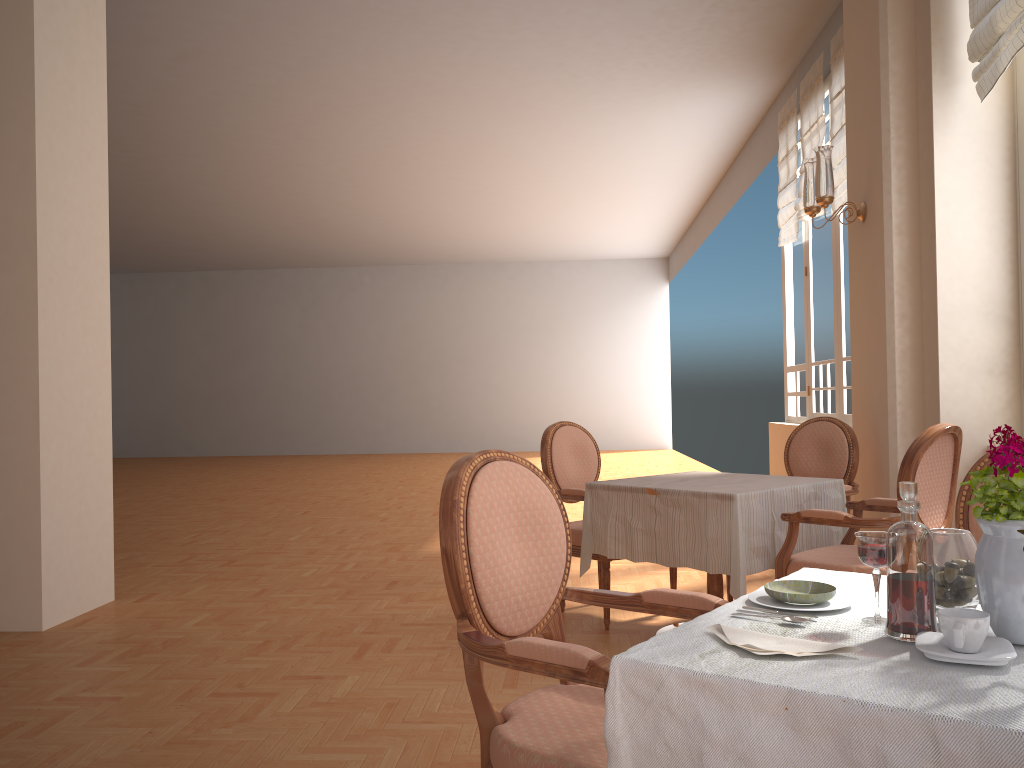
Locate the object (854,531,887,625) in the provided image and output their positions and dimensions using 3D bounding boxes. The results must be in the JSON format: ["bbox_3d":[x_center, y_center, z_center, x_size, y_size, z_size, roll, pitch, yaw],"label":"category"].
[{"bbox_3d":[0.562,0.299,1.366,0.062,0.135,0.062,-2,-1,35],"label":"object"}]

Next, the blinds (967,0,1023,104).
[{"bbox_3d":[1.986,-1.893,3.472,0.072,1.376,0.843,-1,-1,4],"label":"blinds"}]

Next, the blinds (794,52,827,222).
[{"bbox_3d":[2.356,-1.894,7.023,0.085,1.235,0.699,-1,-1,4],"label":"blinds"}]

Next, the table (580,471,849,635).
[{"bbox_3d":[0.869,0.754,3.804,0.831,0.677,0.829,0,-1,-41],"label":"table"}]

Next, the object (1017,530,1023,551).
[{"bbox_3d":[0.667,0.198,1.059,0.059,0.325,0.177,-1,-1,2],"label":"object"}]

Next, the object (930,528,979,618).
[{"bbox_3d":[0.672,0.295,1.362,0.093,0.138,0.093,-2,-1,32],"label":"object"}]

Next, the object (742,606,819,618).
[{"bbox_3d":[0.432,0.367,1.428,0.127,0.004,0.013,-2,-1,38],"label":"object"}]

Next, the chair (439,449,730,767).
[{"bbox_3d":[0.164,0.597,1.718,0.593,0.931,0.521,-2,-1,37],"label":"chair"}]

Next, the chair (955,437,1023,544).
[{"bbox_3d":[1.100,0.582,1.851,0.521,0.931,0.593,-2,-1,37],"label":"chair"}]

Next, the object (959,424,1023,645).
[{"bbox_3d":[0.707,0.208,1.242,0.124,0.302,0.143,-1,-1,2],"label":"object"}]

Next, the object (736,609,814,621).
[{"bbox_3d":[0.417,0.368,1.413,0.125,0.002,0.016,-2,-2,38],"label":"object"}]

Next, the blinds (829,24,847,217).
[{"bbox_3d":[2.307,-1.879,6.169,0.054,1.301,0.689,-1,-1,4],"label":"blinds"}]

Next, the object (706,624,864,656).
[{"bbox_3d":[0.355,0.360,1.234,0.234,0.012,0.095,-2,-2,42],"label":"object"}]

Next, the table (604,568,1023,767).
[{"bbox_3d":[0.681,0.702,1.290,0.829,0.680,0.836,-2,-1,37],"label":"table"}]

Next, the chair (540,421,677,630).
[{"bbox_3d":[0.440,0.647,4.328,0.521,0.931,0.593,0,-1,-42],"label":"chair"}]

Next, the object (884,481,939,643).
[{"bbox_3d":[0.574,0.253,1.278,0.074,0.222,0.074,-1,-1,-17],"label":"object"}]

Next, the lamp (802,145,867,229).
[{"bbox_3d":[1.626,-0.981,4.461,0.274,0.362,0.320,-1,-1,4],"label":"lamp"}]

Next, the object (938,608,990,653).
[{"bbox_3d":[0.594,0.329,1.177,0.078,0.049,0.062,-1,-1,-24],"label":"object"}]

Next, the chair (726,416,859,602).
[{"bbox_3d":[1.384,0.628,4.274,0.593,0.931,0.521,0,-1,-42],"label":"chair"}]

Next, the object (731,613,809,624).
[{"bbox_3d":[0.403,0.366,1.392,0.125,0.006,0.027,-2,-1,37],"label":"object"}]

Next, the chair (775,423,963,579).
[{"bbox_3d":[1.345,0.608,3.285,0.521,0.931,0.593,0,-1,-42],"label":"chair"}]

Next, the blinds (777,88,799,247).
[{"bbox_3d":[2.423,-1.850,7.809,0.038,1.292,0.689,-1,-1,4],"label":"blinds"}]

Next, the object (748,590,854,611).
[{"bbox_3d":[0.489,0.367,1.507,0.171,0.005,0.171,-2,-2,41],"label":"object"}]

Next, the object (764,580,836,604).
[{"bbox_3d":[0.489,0.357,1.507,0.117,0.024,0.117,-1,-1,14],"label":"object"}]

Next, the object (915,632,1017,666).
[{"bbox_3d":[0.602,0.353,1.179,0.119,0.016,0.119,-2,-1,24],"label":"object"}]
